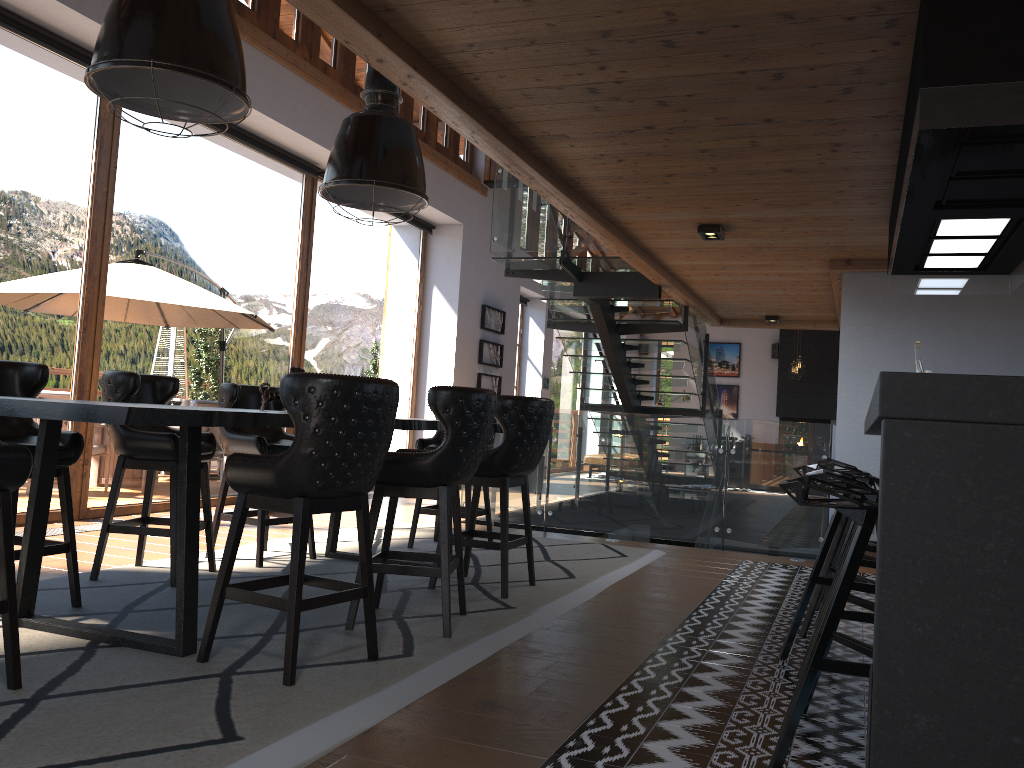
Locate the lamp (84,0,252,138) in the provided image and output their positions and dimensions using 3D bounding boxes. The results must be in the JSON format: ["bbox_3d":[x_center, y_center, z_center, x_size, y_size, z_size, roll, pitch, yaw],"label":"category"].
[{"bbox_3d":[-1.232,-3.347,3.671,0.627,4.689,0.615,5,-3,-24],"label":"lamp"}]

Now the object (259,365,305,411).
[{"bbox_3d":[-1.189,0.024,4.573,0.222,0.254,0.115,4,-3,-17],"label":"object"}]

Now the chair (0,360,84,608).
[{"bbox_3d":[-2.218,0.434,3.804,0.564,1.093,0.507,2,-3,20],"label":"chair"}]

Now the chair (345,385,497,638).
[{"bbox_3d":[-0.380,0.556,4.054,0.567,1.093,0.504,3,-3,5],"label":"chair"}]

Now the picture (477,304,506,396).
[{"bbox_3d":[-0.299,-0.447,12.851,0.059,1.313,0.779,2,-3,21],"label":"picture"}]

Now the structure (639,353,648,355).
[{"bbox_3d":[3.200,-0.887,21.494,0.212,0.350,0.215,2,-3,21],"label":"structure"}]

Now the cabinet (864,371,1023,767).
[{"bbox_3d":[2.001,0.688,3.854,0.882,1.104,4.835,2,-3,21],"label":"cabinet"}]

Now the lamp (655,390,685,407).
[{"bbox_3d":[3.473,1.049,20.092,0.521,1.900,1.337,1,-4,42],"label":"lamp"}]

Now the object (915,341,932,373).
[{"bbox_3d":[2.362,-0.018,5.143,0.224,0.453,0.226,2,-3,21],"label":"object"}]

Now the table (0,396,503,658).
[{"bbox_3d":[-1.107,0.623,4.548,1.418,0.950,3.823,2,-3,21],"label":"table"}]

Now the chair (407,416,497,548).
[{"bbox_3d":[-0.396,0.652,6.429,0.500,1.093,0.572,2,-3,20],"label":"chair"}]

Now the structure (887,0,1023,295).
[{"bbox_3d":[2.177,-0.901,4.115,0.705,0.476,3.273,2,-3,21],"label":"structure"}]

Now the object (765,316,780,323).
[{"bbox_3d":[3.132,-0.779,10.641,0.154,0.068,0.263,3,-3,21],"label":"object"}]

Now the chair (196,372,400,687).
[{"bbox_3d":[-0.741,0.513,3.308,0.562,1.093,0.509,2,-4,30],"label":"chair"}]

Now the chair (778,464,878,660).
[{"bbox_3d":[1.495,0.792,3.968,0.465,0.840,0.543,2,-3,27],"label":"chair"}]

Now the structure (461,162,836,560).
[{"bbox_3d":[-0.887,0.940,10.183,9.139,6.403,11.103,2,-3,21],"label":"structure"}]

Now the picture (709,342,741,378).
[{"bbox_3d":[4.937,-0.572,20.912,0.872,0.817,0.036,2,-3,20],"label":"picture"}]

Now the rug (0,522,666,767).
[{"bbox_3d":[-0.961,1.099,4.804,2.532,0.047,5.671,3,-3,21],"label":"rug"}]

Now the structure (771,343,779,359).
[{"bbox_3d":[6.081,-0.757,20.419,0.212,0.350,0.215,2,-3,21],"label":"structure"}]

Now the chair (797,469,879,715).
[{"bbox_3d":[1.310,0.753,3.272,0.466,0.840,0.542,3,-3,18],"label":"chair"}]

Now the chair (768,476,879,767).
[{"bbox_3d":[1.000,0.705,2.556,0.465,0.840,0.543,2,-3,22],"label":"chair"}]

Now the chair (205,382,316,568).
[{"bbox_3d":[-1.552,0.552,5.468,0.562,1.093,0.509,2,-4,30],"label":"chair"}]

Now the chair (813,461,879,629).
[{"bbox_3d":[1.849,0.843,4.678,0.466,0.840,0.542,3,-3,18],"label":"chair"}]

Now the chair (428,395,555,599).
[{"bbox_3d":[-0.074,0.612,4.973,0.564,1.093,0.507,2,-3,20],"label":"chair"}]

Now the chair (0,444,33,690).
[{"bbox_3d":[-1.820,0.411,2.639,0.500,1.093,0.572,2,-3,20],"label":"chair"}]

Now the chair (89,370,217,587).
[{"bbox_3d":[-1.912,0.490,4.723,0.567,1.093,0.504,3,-3,5],"label":"chair"}]

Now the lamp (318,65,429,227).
[{"bbox_3d":[-0.649,-3.250,5.162,0.627,4.689,0.615,5,-3,-24],"label":"lamp"}]

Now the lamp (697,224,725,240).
[{"bbox_3d":[1.396,-1.066,6.200,0.154,0.068,0.263,3,-3,21],"label":"lamp"}]

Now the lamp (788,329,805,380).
[{"bbox_3d":[5.675,-1.205,17.598,0.260,2.203,0.806,3,-3,12],"label":"lamp"}]

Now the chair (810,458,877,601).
[{"bbox_3d":[2.085,0.887,5.401,0.465,0.840,0.542,2,-3,21],"label":"chair"}]

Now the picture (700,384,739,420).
[{"bbox_3d":[4.876,0.420,20.857,0.872,0.817,0.036,2,-3,20],"label":"picture"}]
